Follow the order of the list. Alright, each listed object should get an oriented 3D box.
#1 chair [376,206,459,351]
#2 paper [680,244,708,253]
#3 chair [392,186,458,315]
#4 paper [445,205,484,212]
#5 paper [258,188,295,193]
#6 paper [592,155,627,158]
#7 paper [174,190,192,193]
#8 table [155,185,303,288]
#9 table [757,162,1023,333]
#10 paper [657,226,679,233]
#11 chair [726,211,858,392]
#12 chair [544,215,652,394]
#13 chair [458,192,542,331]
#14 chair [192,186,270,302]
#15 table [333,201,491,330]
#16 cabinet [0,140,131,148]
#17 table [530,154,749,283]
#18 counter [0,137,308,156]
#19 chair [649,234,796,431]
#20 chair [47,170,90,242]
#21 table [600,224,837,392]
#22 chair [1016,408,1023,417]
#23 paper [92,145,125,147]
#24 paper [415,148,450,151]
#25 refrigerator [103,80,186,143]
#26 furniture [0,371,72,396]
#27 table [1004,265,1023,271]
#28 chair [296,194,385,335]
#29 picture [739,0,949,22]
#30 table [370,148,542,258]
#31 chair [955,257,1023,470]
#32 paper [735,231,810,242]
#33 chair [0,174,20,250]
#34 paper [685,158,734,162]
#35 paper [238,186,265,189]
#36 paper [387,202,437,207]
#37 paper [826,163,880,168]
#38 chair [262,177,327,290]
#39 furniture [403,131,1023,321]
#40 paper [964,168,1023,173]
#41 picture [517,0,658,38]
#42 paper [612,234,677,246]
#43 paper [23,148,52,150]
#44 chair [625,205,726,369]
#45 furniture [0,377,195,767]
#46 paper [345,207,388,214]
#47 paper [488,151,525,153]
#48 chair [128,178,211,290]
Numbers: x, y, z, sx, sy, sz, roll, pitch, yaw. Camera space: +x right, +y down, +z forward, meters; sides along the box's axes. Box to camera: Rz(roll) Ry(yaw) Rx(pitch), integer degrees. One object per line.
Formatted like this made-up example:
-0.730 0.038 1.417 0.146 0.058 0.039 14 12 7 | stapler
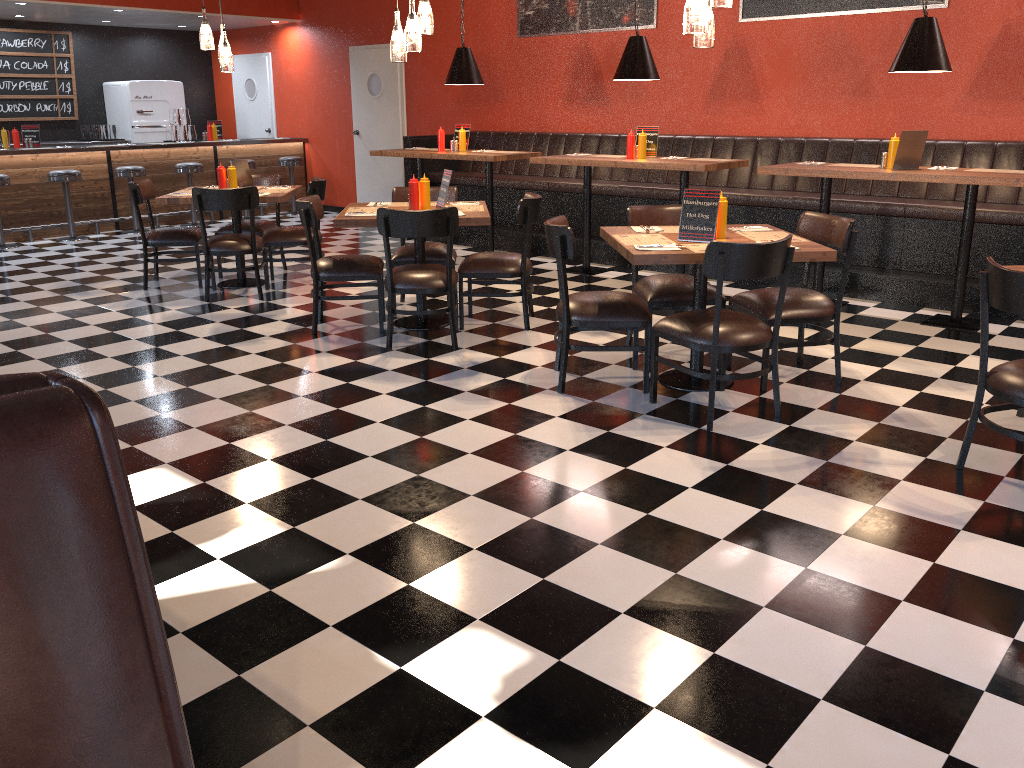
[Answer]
-0.564 -0.678 5.479 0.486 0.857 0.551 -1 16 -3 | chair
1.020 -0.654 4.245 0.365 0.001 0.264 -2 18 -5 | paper
-0.631 -0.982 6.441 0.486 0.857 0.551 -1 16 -1 | chair
-0.321 -1.176 5.930 0.261 0.001 0.370 -1 18 -3 | paper
-1.943 -1.584 7.262 0.261 0.001 0.370 -2 18 -3 | paper
0.857 -1.981 7.702 0.367 0.001 0.263 16 24 41 | paper
-2.611 -1.564 7.216 0.261 0.001 0.370 -2 18 -3 | paper
-2.276 -1.210 7.356 0.956 0.765 0.971 -2 17 -3 | table
2.609 -0.978 6.124 1.700 0.988 0.700 14 22 39 | table
0.964 -0.848 4.861 0.365 0.001 0.264 -1 18 -2 | paper
1.500 -0.458 4.729 0.545 0.857 0.492 -4 16 -11 | chair
0.440 -0.430 4.669 0.544 0.857 0.492 0 16 0 | chair
-0.071 -0.835 5.959 0.544 0.857 0.492 1 16 5 | chair
-2.176 -1.115 6.900 0.486 0.857 0.551 -3 16 -9 | chair
-0.640 -0.790 5.988 0.960 0.765 0.968 -2 17 -3 | table
-7.271 -2.346 10.706 0.678 0.987 5.321 13 22 39 | cabinet
1.022 -1.390 7.469 1.700 0.988 0.700 14 22 39 | table
-5.453 -2.681 10.165 0.679 0.049 7.089 14 23 39 | counter
1.000 -0.283 4.188 0.487 0.857 0.549 -8 18 -25 | chair
-4.990 -2.015 9.968 0.348 0.766 0.352 -1 16 -4 | chair
1.009 -0.386 4.665 0.960 0.765 0.968 -2 17 -3 | table
2.545 -0.189 3.852 0.487 0.857 0.550 4 17 16 | chair
-4.849 -2.846 10.585 0.262 0.001 0.368 13 22 35 | paper
-0.780 -2.404 9.080 0.367 0.001 0.263 16 24 41 | paper
-5.191 -3.427 12.748 0.854 1.783 0.808 13 21 39 | refrigerator
-1.337 0.663 0.793 0.709 1.141 1.721 13 22 39 | furniture
2.551 0.005 3.392 0.960 0.765 0.968 -2 17 -3 | table
-1.131 -0.807 5.900 0.544 0.857 0.492 -2 16 -6 | chair
2.714 -3.541 7.314 1.779 0.929 0.023 14 21 39 | picture
-0.573 -1.805 8.821 1.700 0.988 0.700 14 22 39 | table
2.058 -0.030 3.360 0.545 0.857 0.491 -5 17 -16 | chair
1.338 -0.760 4.573 0.261 0.001 0.370 -2 18 -4 | paper
-5.485 -1.838 9.423 0.348 0.766 0.352 -3 16 -8 | chair
1.599 -1.798 7.103 0.367 0.001 0.263 16 24 41 | paper
-2.311 -1.674 7.557 0.365 0.001 0.264 -1 18 -1 | paper
-0.683 -1.262 6.211 0.365 0.001 0.264 -2 18 -5 | paper
2.477 -1.565 6.346 0.367 0.001 0.263 16 24 41 | paper
-1.787 -1.260 7.348 0.544 0.857 0.492 -3 16 -8 | chair
2.470 -1.450 7.373 8.801 1.136 1.111 15 22 39 | furniture
3.171 -1.386 5.761 0.367 0.001 0.263 16 24 41 | paper
0.727 -4.057 8.998 1.779 0.929 0.023 14 21 39 | picture
0.671 -0.737 4.515 0.261 0.001 0.370 -2 18 -4 | paper
-5.368 -2.663 10.021 0.262 0.001 0.368 15 23 40 | paper
0.933 -0.587 5.150 0.486 0.857 0.551 -3 16 -8 | chair
-0.806 0.801 0.343 0.709 1.141 1.721 13 22 39 | furniture
-0.960 -1.152 5.872 0.261 0.001 0.370 -2 18 -5 | paper
-0.063 -2.214 8.463 0.367 0.001 0.263 16 24 41 | paper
-2.849 -1.255 7.362 0.545 0.857 0.492 -3 16 -9 | chair
